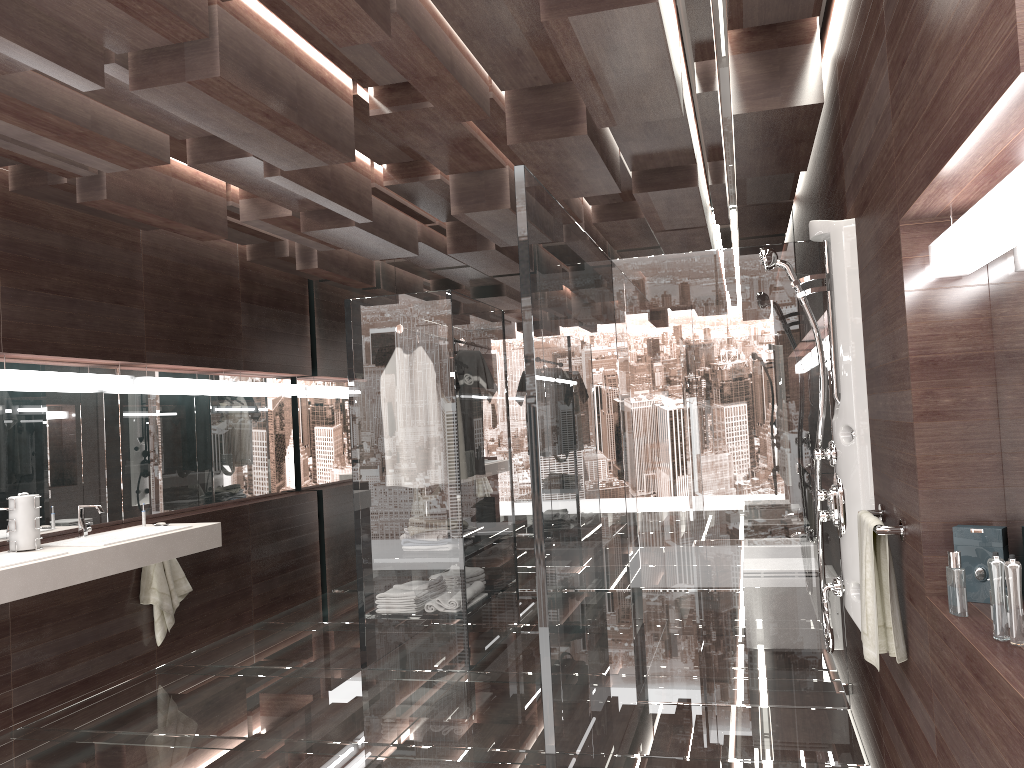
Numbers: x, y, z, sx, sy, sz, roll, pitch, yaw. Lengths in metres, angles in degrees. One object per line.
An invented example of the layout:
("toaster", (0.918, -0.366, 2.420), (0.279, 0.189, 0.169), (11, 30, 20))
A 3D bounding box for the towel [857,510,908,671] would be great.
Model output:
("towel", (1.062, 0.595, 2.615), (0.097, 0.414, 0.352), (-3, -2, 8))

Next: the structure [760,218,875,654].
("structure", (1.145, 0.197, 3.199), (0.354, 1.560, 0.323), (-5, -3, 35))

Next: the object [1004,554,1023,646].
("object", (0.964, 0.413, 1.698), (0.033, 0.172, 0.030), (-1, -3, -45))

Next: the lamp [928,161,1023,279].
("lamp", (0.928, -0.309, 1.677), (0.082, 0.082, 0.950), (-4, -2, 15))

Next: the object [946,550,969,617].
("object", (0.982, 0.439, 1.958), (0.027, 0.139, 0.052), (-3, -2, 0))

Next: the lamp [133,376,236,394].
("lamp", (-2.059, 0.011, 5.642), (0.082, 0.082, 0.950), (-4, -2, 15))

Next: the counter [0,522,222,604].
("counter", (-2.094, 0.821, 4.028), (0.488, 0.131, 1.954), (-4, -2, 15))

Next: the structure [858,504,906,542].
("structure", (1.084, 0.406, 2.617), (0.071, 0.061, 0.455), (-4, -2, 15))

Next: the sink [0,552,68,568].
("sink", (-2.235, 0.679, 3.604), (0.427, 0.193, 0.681), (-4, -2, 15))

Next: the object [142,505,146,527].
("object", (-2.019, 0.719, 4.862), (0.022, 0.132, 0.022), (-1, -3, -38))

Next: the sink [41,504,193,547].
("sink", (-2.005, 0.703, 4.472), (0.427, 0.193, 0.681), (-4, -2, 15))

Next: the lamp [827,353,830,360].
("lamp", (1.973, -0.203, 5.624), (0.082, 0.082, 0.950), (-4, -2, 15))

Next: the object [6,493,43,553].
("object", (-2.244, 0.635, 4.084), (0.145, 0.261, 0.136), (-2, -3, -32))

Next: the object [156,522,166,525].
("object", (-1.926, 0.769, 4.866), (0.066, 0.016, 0.035), (-5, -3, 34))

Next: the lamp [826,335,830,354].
("lamp", (1.712, -0.229, 4.640), (0.082, 0.082, 0.950), (-4, -2, 15))

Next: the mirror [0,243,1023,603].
("mirror", (-0.425, 0.211, 4.133), (4.126, 0.916, 5.081), (-4, -2, 15))

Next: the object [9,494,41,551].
("object", (-2.240, 0.636, 4.077), (0.124, 0.246, 0.128), (-3, -2, -4))

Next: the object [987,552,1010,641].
("object", (0.954, 0.415, 1.738), (0.030, 0.172, 0.033), (-2, -3, -22))

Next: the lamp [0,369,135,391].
("lamp", (-2.324, -0.016, 4.639), (0.082, 0.082, 0.950), (-4, -2, 15))

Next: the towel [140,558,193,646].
("towel", (-1.963, 1.145, 5.069), (0.156, 0.678, 0.368), (-4, -2, 15))

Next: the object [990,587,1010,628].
("object", (1.028, 0.455, 1.855), (0.027, 0.093, 0.078), (-3, -2, 3))

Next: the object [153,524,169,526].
("object", (-1.926, 0.775, 4.866), (0.108, 0.011, 0.065), (-5, -3, 36))

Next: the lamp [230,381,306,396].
("lamp", (-1.801, 0.037, 6.617), (0.082, 0.082, 0.950), (-4, -2, 15))

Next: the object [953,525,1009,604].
("object", (1.098, 0.420, 2.070), (0.105, 0.173, 0.048), (-5, -3, 43))
